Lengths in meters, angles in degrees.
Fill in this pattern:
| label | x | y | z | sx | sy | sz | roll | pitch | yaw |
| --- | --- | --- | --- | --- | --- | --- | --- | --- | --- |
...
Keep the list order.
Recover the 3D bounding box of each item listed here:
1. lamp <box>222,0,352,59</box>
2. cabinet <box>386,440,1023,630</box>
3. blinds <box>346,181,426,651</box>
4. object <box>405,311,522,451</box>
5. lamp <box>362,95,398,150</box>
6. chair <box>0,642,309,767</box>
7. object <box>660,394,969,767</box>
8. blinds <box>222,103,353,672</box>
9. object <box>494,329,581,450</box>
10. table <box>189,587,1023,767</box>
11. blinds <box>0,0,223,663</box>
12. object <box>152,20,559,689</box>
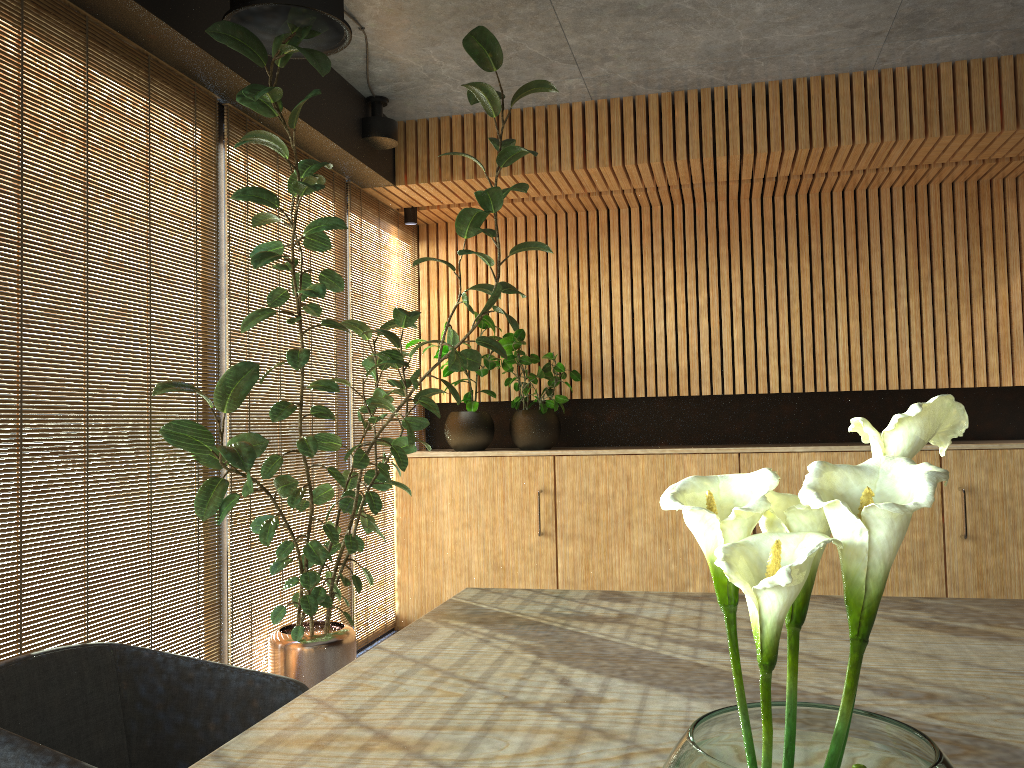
| label | x | y | z | sx | sy | sz | roll | pitch | yaw |
| --- | --- | --- | --- | --- | --- | --- | --- | --- | --- |
| lamp | -0.916 | -1.639 | 3.619 | 0.513 | 0.497 | 0.513 | -1 | -3 | -16 |
| cabinet | 1.594 | 1.070 | 6.195 | 4.954 | 1.272 | 1.006 | -2 | -3 | 13 |
| blinds | -0.868 | 0.214 | 6.412 | 0.039 | 3.038 | 1.422 | -2 | -3 | 13 |
| object | -0.373 | -0.029 | 6.623 | 0.640 | 1.054 | 0.666 | 1 | -3 | -35 |
| lamp | 1.069 | -1.705 | 5.054 | 4.179 | 0.294 | 0.257 | -2 | -3 | 13 |
| chair | -0.824 | 1.092 | 1.941 | 0.761 | 0.944 | 0.706 | -2 | -3 | 13 |
| object | 0.270 | 0.285 | 0.807 | 0.295 | 0.546 | 0.322 | -2 | -3 | 23 |
| blinds | -1.211 | 0.156 | 4.986 | 0.039 | 3.038 | 1.422 | -2 | -3 | 13 |
| object | 0.125 | 0.041 | 6.485 | 0.679 | 0.880 | 0.512 | -2 | -3 | 17 |
| table | 0.286 | 1.019 | 0.751 | 1.816 | 0.927 | 3.932 | -2 | -3 | 13 |
| blinds | -1.560 | 0.097 | 3.535 | 0.039 | 3.038 | 1.422 | -2 | -3 | 13 |
| object | -0.908 | 0.042 | 4.365 | 1.875 | 3.266 | 1.958 | 1 | -3 | -38 |
